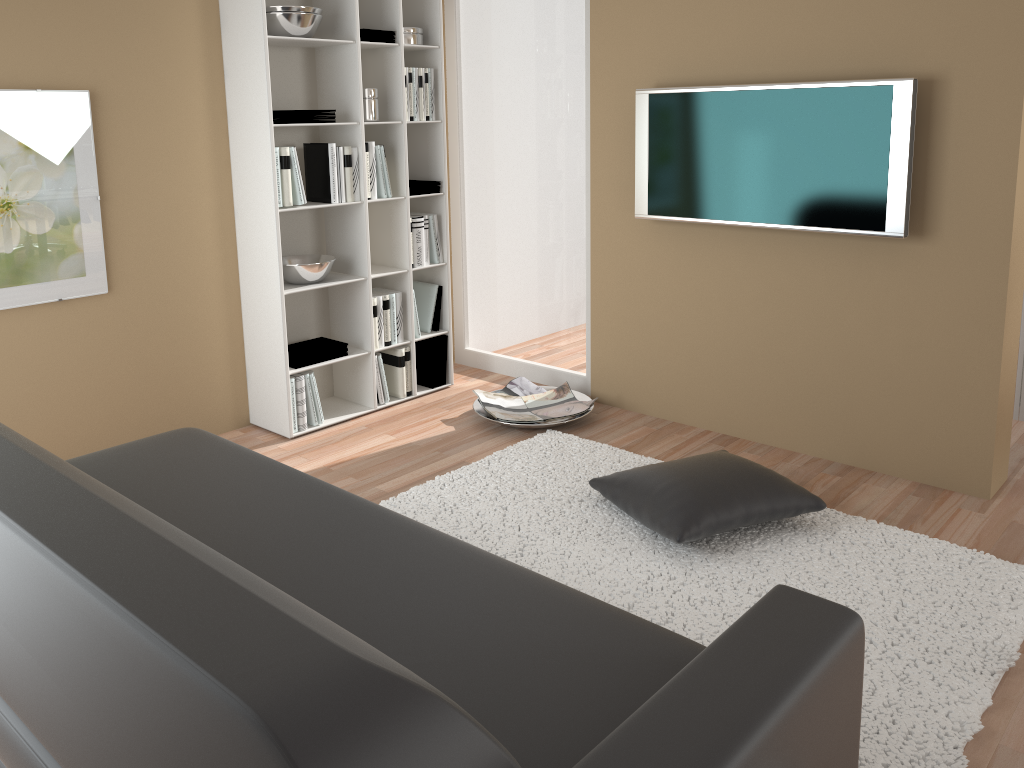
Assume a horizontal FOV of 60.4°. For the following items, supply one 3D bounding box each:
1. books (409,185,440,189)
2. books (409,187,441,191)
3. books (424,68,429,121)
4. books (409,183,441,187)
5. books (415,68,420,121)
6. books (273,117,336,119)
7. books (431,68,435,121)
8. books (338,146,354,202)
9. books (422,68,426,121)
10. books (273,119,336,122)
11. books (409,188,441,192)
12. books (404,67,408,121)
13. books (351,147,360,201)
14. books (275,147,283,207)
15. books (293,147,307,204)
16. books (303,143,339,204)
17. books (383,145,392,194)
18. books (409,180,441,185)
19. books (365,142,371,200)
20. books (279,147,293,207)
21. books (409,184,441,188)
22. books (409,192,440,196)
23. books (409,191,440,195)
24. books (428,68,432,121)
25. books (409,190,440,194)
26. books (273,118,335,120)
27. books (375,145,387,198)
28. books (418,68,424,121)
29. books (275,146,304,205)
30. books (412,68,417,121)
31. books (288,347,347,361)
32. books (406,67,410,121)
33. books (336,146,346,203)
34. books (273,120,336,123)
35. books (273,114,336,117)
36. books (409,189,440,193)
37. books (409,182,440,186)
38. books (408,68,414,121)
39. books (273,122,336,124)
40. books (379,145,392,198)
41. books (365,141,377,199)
[{"bbox_3d":[-0.552,-1.025,4.560,0.301,0.006,0.213,14,23,41],"label":"books"},{"bbox_3d":[-0.549,-1.019,4.561,0.300,0.006,0.214,14,22,40],"label":"books"},{"bbox_3d":[-0.499,-1.470,4.479,0.210,0.253,0.021,11,16,41],"label":"books"},{"bbox_3d":[-0.548,-1.036,4.561,0.300,0.007,0.214,14,22,40],"label":"books"},{"bbox_3d":[-0.543,-1.455,4.433,0.210,0.253,0.021,11,16,41],"label":"books"},{"bbox_3d":[-0.984,-1.206,3.993,0.212,0.006,0.302,13,22,39],"label":"books"},{"bbox_3d":[-0.471,-1.480,4.511,0.210,0.253,0.021,11,16,41],"label":"books"},{"bbox_3d":[-0.832,-0.998,4.176,0.210,0.253,0.041,11,16,42],"label":"books"},{"bbox_3d":[-0.515,-1.465,4.465,0.210,0.253,0.021,11,16,41],"label":"books"},{"bbox_3d":[-0.985,-1.195,3.994,0.212,0.006,0.302,13,22,39],"label":"books"},{"bbox_3d":[-0.549,-1.014,4.562,0.300,0.006,0.214,14,22,40],"label":"books"},{"bbox_3d":[-0.595,-1.434,4.367,0.210,0.253,0.021,11,16,41],"label":"books"},{"bbox_3d":[-0.809,-1.005,4.211,0.210,0.246,0.041,11,16,41],"label":"books"},{"bbox_3d":[-1.092,-0.917,3.892,0.210,0.253,0.041,11,16,42],"label":"books"},{"bbox_3d":[-1.018,-0.946,3.985,0.210,0.252,0.059,11,16,42],"label":"books"},{"bbox_3d":[-0.892,-0.987,4.117,0.210,0.269,0.041,11,16,42],"label":"books"},{"bbox_3d":[-0.685,-1.060,4.373,0.210,0.252,0.059,11,16,42],"label":"books"},{"bbox_3d":[-0.548,-1.045,4.554,0.300,0.006,0.214,14,22,40],"label":"books"},{"bbox_3d":[-0.771,-1.032,4.264,0.210,0.266,0.054,11,16,42],"label":"books"},{"bbox_3d":[-1.057,-0.927,3.923,0.210,0.253,0.041,11,16,42],"label":"books"},{"bbox_3d":[-0.548,-1.031,4.562,0.300,0.007,0.214,14,22,40],"label":"books"},{"bbox_3d":[-0.551,-0.993,4.567,0.300,0.007,0.214,14,22,40],"label":"books"},{"bbox_3d":[-0.550,-0.998,4.566,0.300,0.006,0.214,14,22,40],"label":"books"},{"bbox_3d":[-0.486,-1.475,4.495,0.210,0.253,0.021,11,16,42],"label":"books"},{"bbox_3d":[-0.550,-1.003,4.565,0.300,0.006,0.214,14,22,40],"label":"books"},{"bbox_3d":[-0.987,-1.201,3.991,0.212,0.006,0.302,13,22,38],"label":"books"},{"bbox_3d":[-0.705,-1.047,4.334,0.210,0.254,0.061,11,16,41],"label":"books"},{"bbox_3d":[-0.524,-1.459,4.445,0.210,0.253,0.021,11,16,41],"label":"books"},{"bbox_3d":[-1.026,-0.939,3.960,0.210,0.254,0.061,11,16,42],"label":"books"},{"bbox_3d":[-0.557,-1.450,4.417,0.210,0.253,0.021,11,16,42],"label":"books"},{"bbox_3d":[-0.968,-0.162,4.188,0.212,0.007,0.302,13,22,39],"label":"books"},{"bbox_3d":[-0.586,-1.440,4.387,0.210,0.253,0.021,11,16,41],"label":"books"},{"bbox_3d":[-0.864,-0.989,4.149,0.210,0.253,0.041,11,16,42],"label":"books"},{"bbox_3d":[-0.985,-1.190,3.995,0.212,0.006,0.302,13,22,39],"label":"books"},{"bbox_3d":[-0.985,-1.217,3.989,0.213,0.006,0.302,14,23,41],"label":"books"},{"bbox_3d":[-0.552,-1.010,4.565,0.300,0.006,0.214,13,22,38],"label":"books"},{"bbox_3d":[-0.549,-1.040,4.555,0.300,0.007,0.214,14,22,40],"label":"books"},{"bbox_3d":[-0.570,-1.445,4.401,0.210,0.253,0.021,11,16,41],"label":"books"},{"bbox_3d":[-0.985,-1.185,3.994,0.212,0.007,0.302,13,22,40],"label":"books"},{"bbox_3d":[-0.685,-1.051,4.350,0.210,0.252,0.059,11,16,42],"label":"books"},{"bbox_3d":[-0.741,-1.045,4.299,0.210,0.269,0.041,11,16,42],"label":"books"}]
